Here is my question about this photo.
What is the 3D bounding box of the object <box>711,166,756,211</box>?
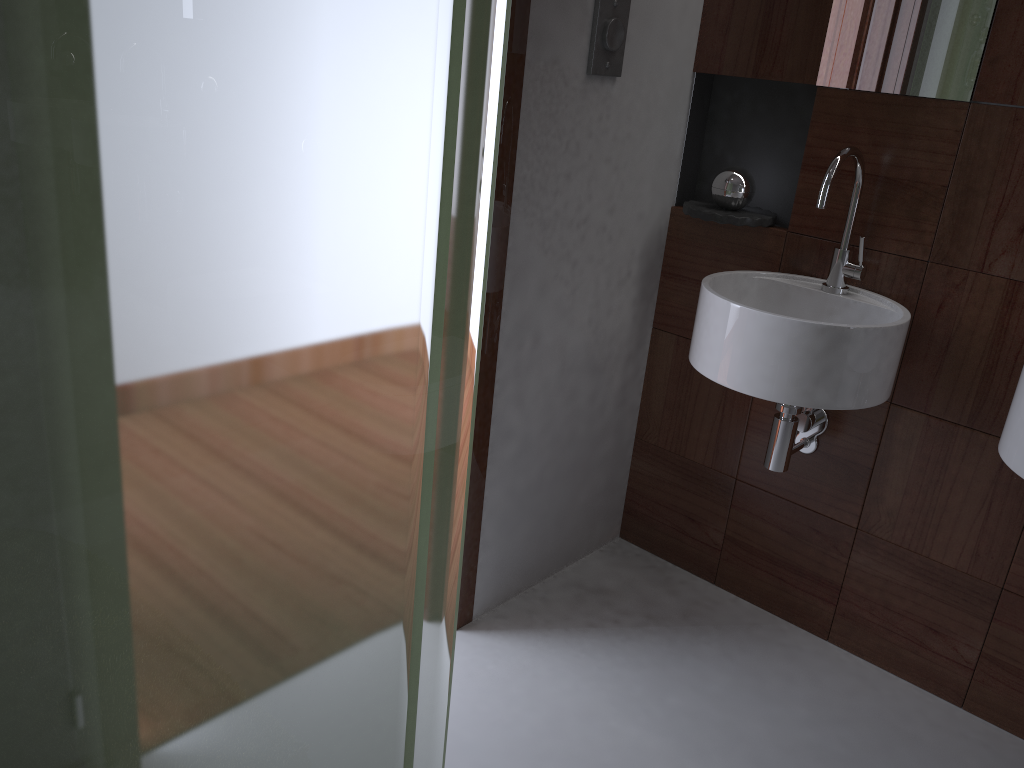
[{"bbox_3d":[0.982,-0.271,1.714,1.350,0.104,0.104,22,26,37],"label":"object"}]

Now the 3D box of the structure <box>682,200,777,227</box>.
[{"bbox_3d":[0.520,-0.409,2.121,0.222,0.023,0.220,6,21,0],"label":"structure"}]

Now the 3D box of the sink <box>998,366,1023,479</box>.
[{"bbox_3d":[1.061,0.065,1.462,0.415,0.715,0.417,22,26,37],"label":"sink"}]

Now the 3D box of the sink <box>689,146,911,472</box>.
[{"bbox_3d":[0.594,-0.127,1.841,0.415,0.715,0.417,22,26,37],"label":"sink"}]

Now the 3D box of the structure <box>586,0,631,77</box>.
[{"bbox_3d":[0.203,-0.719,1.824,0.028,0.164,0.109,22,26,37],"label":"structure"}]

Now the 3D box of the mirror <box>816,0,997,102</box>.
[{"bbox_3d":[0.807,-0.894,1.712,0.316,0.635,0.010,22,26,37],"label":"mirror"}]

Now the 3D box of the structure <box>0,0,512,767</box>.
[{"bbox_3d":[-0.638,0.003,0.540,0.765,2.079,1.015,22,26,37],"label":"structure"}]
